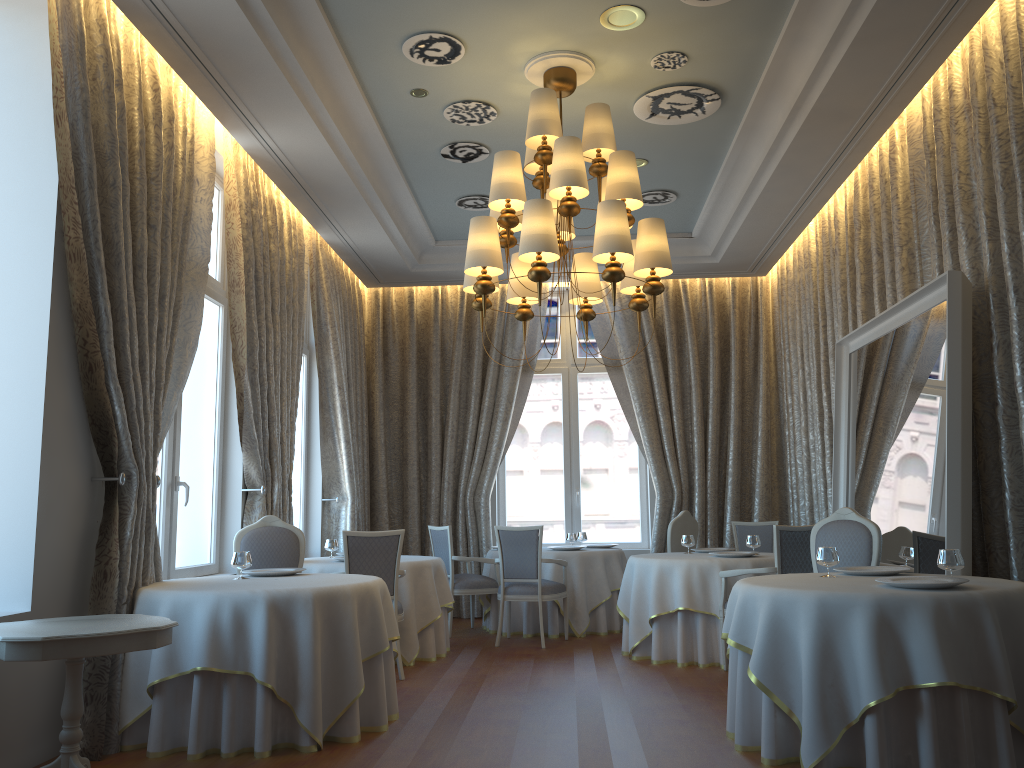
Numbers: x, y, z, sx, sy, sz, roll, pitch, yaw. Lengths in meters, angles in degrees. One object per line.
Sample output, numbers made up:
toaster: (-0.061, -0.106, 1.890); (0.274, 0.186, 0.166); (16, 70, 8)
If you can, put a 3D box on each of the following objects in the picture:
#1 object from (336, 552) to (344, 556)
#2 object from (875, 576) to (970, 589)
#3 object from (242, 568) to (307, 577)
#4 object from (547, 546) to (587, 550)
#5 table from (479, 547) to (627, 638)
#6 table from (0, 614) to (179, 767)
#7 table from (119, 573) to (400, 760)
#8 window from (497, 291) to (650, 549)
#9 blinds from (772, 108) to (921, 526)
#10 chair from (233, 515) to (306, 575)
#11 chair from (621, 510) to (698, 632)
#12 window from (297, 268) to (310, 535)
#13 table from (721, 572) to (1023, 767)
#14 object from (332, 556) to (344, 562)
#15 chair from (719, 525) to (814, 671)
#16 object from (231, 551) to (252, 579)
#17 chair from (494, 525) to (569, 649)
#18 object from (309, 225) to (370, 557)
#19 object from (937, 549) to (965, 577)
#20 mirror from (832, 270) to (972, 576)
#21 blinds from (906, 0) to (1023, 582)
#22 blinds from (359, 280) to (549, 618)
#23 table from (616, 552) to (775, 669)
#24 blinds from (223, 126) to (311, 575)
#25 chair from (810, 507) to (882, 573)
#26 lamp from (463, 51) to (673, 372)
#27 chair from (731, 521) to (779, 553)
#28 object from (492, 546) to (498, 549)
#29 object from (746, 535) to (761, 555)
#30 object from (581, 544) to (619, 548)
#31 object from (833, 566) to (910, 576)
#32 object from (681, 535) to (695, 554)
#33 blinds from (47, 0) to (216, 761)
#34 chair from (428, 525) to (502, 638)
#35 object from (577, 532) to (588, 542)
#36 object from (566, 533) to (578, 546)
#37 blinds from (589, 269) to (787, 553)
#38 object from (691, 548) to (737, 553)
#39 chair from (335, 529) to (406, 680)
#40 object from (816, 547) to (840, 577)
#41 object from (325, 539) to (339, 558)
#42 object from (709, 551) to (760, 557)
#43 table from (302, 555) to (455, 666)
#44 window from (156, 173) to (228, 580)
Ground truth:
object: (-1.463, 1.620, 8.448); (0.419, 0.036, 0.419); (-1, -8, 2)
object: (1.988, 0.964, 4.305); (0.419, 0.036, 0.419); (-1, -8, 2)
object: (-1.559, 1.232, 5.801); (0.419, 0.036, 0.419); (-1, -8, 2)
object: (0.573, 1.711, 9.248); (0.419, 0.036, 0.419); (-1, -8, 2)
table: (0.490, 2.235, 9.619); (1.667, 0.890, 1.663); (-4, -9, 22)
table: (-1.880, 1.442, 3.799); (0.760, 0.801, 0.761); (-8, -11, 42)
table: (-1.509, 1.630, 5.325); (1.663, 0.890, 1.667); (0, -8, -8)
window: (0.738, 0.420, 11.204); (1.881, 3.306, 0.196); (-1, -8, 3)
blinds: (3.097, 0.014, 8.547); (0.238, 4.819, 4.439); (-1, -8, 3)
chair: (-1.664, 1.535, 6.170); (0.563, 1.233, 0.690); (3, -9, -21)
chair: (1.532, 1.927, 9.128); (0.690, 1.233, 0.563); (-9, -11, 43)
window: (-2.316, 0.123, 8.907); (0.196, 3.306, 1.881); (-1, -8, 3)
table: (1.965, 1.489, 4.684); (1.663, 0.890, 1.667); (0, -8, -8)
object: (-1.314, 1.484, 7.537); (0.419, 0.036, 0.419); (-1, -8, 2)
chair: (2.017, 1.633, 6.786); (0.650, 1.108, 0.629); (3, -9, -26)
object: (-1.679, 1.126, 5.508); (0.128, 0.165, 0.128); (1, -9, -14)
chair: (0.158, 1.911, 8.503); (0.650, 1.108, 0.629); (-4, -9, 18)
object: (-1.869, 0.343, 9.896); (0.386, 4.901, 2.121); (-1, -8, 3)
object: (2.243, 0.929, 4.532); (0.128, 0.165, 0.128); (-1, -8, 3)
mirror: (2.665, 0.751, 6.235); (0.385, 2.564, 2.251); (-1, -8, 3)
blinds: (2.835, -0.618, 4.228); (0.238, 4.819, 4.439); (-1, -8, 3)
blinds: (-0.765, 0.427, 10.879); (2.535, 4.901, 0.386); (-1, -8, 3)
table: (1.771, 1.941, 7.734); (1.663, 0.890, 1.667); (-3, -9, 17)
blinds: (-2.063, -0.017, 7.745); (0.335, 4.969, 2.257); (-1, -8, 3)
chair: (1.968, 1.405, 5.619); (0.690, 1.233, 0.563); (5, -10, -36)
lamp: (0.351, -1.183, 6.104); (1.373, 2.121, 1.373); (-8, -11, 40)
chair: (2.426, 1.938, 8.898); (0.650, 1.108, 0.629); (-4, -9, 23)
object: (-0.018, 1.766, 9.571); (0.419, 0.036, 0.419); (-1, -8, 2)
object: (2.088, 1.393, 7.669); (0.128, 0.165, 0.128); (-1, -8, 3)
object: (0.961, 1.772, 9.699); (0.419, 0.036, 0.419); (-1, -8, 2)
object: (2.091, 1.089, 5.162); (0.419, 0.036, 0.419); (-1, -8, 2)
object: (1.606, 1.461, 8.082); (0.128, 0.165, 0.128); (-1, -8, 3)
blinds: (-2.234, -0.373, 5.317); (0.315, 4.930, 2.204); (-1, -8, 3)
chair: (-0.503, 2.033, 9.270); (0.629, 1.108, 0.650); (4, -10, -31)
object: (0.788, 1.752, 9.986); (0.128, 0.165, 0.128); (-1, -8, 3)
object: (0.644, 1.693, 9.573); (0.128, 0.165, 0.128); (-1, -8, 3)
blinds: (2.105, 0.363, 10.708); (2.476, 4.901, 0.386); (-1, -8, 3)
object: (1.871, 1.543, 8.229); (0.419, 0.036, 0.419); (-1, -8, 2)
chair: (-1.146, 1.691, 6.888); (0.650, 1.108, 0.629); (3, -9, -21)
object: (1.789, 1.008, 5.022); (0.128, 0.165, 0.128); (-6, -10, 33)
object: (-1.673, 1.527, 8.231); (0.128, 0.165, 0.128); (-1, -8, 3)
object: (1.860, 1.424, 7.418); (0.419, 0.036, 0.419); (-1, -8, 2)
table: (-1.343, 2.012, 7.932); (1.667, 0.890, 1.663); (0, -8, -3)
window: (-2.427, -0.225, 6.535); (0.259, 3.306, 1.882); (-1, -8, 3)
